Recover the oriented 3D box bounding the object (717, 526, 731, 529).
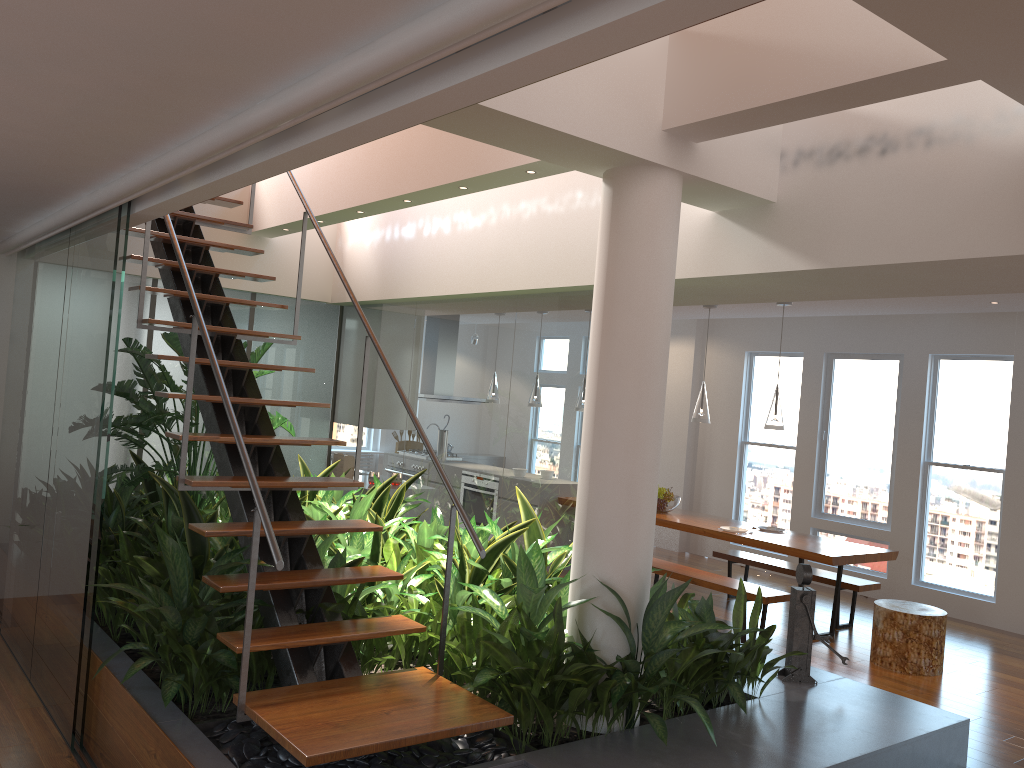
[{"bbox_3d":[1.706,1.156,7.140,0.158,0.017,0.019,5,-1,-33],"label":"object"}]

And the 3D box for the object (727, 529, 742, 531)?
[{"bbox_3d":[1.767,1.165,7.052,0.124,0.011,0.124,5,-1,-17],"label":"object"}]

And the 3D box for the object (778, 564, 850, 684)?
[{"bbox_3d":[1.473,1.162,4.311,0.318,0.565,0.134,5,-1,-2],"label":"object"}]

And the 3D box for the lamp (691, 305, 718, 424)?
[{"bbox_3d":[1.614,-0.206,7.389,0.160,1.060,0.160,5,-1,-11],"label":"lamp"}]

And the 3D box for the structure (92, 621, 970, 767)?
[{"bbox_3d":[-0.547,1.473,4.706,3.088,0.386,5.584,5,-1,-38],"label":"structure"}]

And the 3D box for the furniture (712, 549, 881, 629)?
[{"bbox_3d":[2.358,1.739,7.524,0.316,0.389,1.433,5,-1,-38],"label":"furniture"}]

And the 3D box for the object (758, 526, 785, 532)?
[{"bbox_3d":[2.127,1.194,7.274,0.222,0.020,0.222,4,-1,44],"label":"object"}]

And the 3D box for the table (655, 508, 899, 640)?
[{"bbox_3d":[0.690,1.457,8.754,0.893,0.704,5.996,5,-1,-38],"label":"table"}]

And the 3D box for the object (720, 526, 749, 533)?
[{"bbox_3d":[1.767,1.161,7.052,0.222,0.020,0.222,5,-1,3],"label":"object"}]

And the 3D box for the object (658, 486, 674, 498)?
[{"bbox_3d":[1.305,1.009,7.939,0.292,0.284,0.394,5,-1,16],"label":"object"}]

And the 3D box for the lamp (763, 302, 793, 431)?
[{"bbox_3d":[2.058,-0.177,6.819,0.160,1.060,0.160,5,-1,-11],"label":"lamp"}]

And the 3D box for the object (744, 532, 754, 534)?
[{"bbox_3d":[1.839,1.169,6.938,0.149,0.014,0.044,5,-1,-39],"label":"object"}]

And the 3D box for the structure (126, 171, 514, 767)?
[{"bbox_3d":[-0.948,-0.647,5.127,2.552,4.265,4.591,5,-1,-38],"label":"structure"}]

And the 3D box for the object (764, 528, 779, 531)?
[{"bbox_3d":[2.127,1.198,7.274,0.124,0.011,0.124,4,-1,34],"label":"object"}]

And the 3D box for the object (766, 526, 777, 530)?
[{"bbox_3d":[2.128,1.188,7.274,0.079,0.030,0.070,5,-1,5],"label":"object"}]

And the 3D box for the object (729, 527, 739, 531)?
[{"bbox_3d":[1.768,1.155,7.052,0.079,0.030,0.070,5,-1,15],"label":"object"}]

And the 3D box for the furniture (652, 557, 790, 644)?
[{"bbox_3d":[1.422,1.651,6.790,0.316,0.389,1.433,5,-1,-38],"label":"furniture"}]

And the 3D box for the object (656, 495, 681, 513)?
[{"bbox_3d":[1.329,1.074,7.943,0.360,0.159,0.360,5,-1,15],"label":"object"}]

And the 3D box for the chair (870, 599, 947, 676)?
[{"bbox_3d":[2.731,1.741,6.117,0.460,0.400,0.460,5,-1,-28],"label":"chair"}]
